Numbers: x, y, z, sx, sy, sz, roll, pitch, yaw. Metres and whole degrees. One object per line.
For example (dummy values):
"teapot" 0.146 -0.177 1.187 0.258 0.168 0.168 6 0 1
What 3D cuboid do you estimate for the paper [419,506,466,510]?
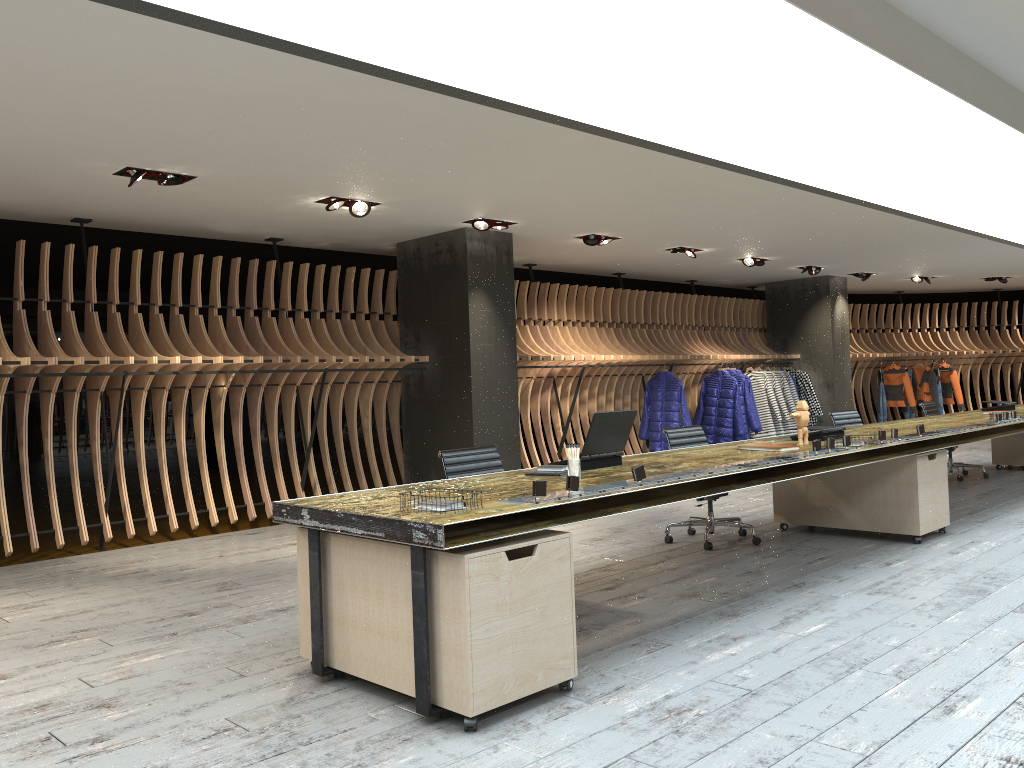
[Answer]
"paper" -0.276 0.482 3.469 0.130 0.004 0.176 -2 0 -38

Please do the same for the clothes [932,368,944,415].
"clothes" 7.770 0.415 16.318 0.309 1.422 0.200 -2 -1 18

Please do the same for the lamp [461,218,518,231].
"lamp" -0.211 -1.568 8.416 0.493 0.296 0.269 -2 -1 -44

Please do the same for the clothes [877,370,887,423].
"clothes" 6.660 0.455 15.896 0.200 1.422 0.309 -3 -1 23

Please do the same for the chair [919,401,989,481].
"chair" 4.995 0.629 10.020 0.667 0.860 0.693 -3 -1 32

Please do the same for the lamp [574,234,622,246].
"lamp" 0.927 -1.609 9.534 0.493 0.292 0.269 -2 -1 -44

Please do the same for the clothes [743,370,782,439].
"clothes" 3.708 0.320 13.302 0.752 1.062 0.128 -3 -1 44

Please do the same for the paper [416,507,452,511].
"paper" -0.276 0.483 3.469 0.130 0.004 0.176 -2 0 -40

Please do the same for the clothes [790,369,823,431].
"clothes" 4.591 0.345 14.157 0.191 1.186 0.799 -1 -1 -44

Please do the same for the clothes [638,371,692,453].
"clothes" 2.022 0.449 11.861 0.885 1.239 0.245 -3 -1 42

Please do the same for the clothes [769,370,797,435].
"clothes" 4.063 0.308 13.651 0.752 1.062 0.128 -3 -1 44

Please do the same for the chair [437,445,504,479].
"chair" -0.045 0.804 5.129 0.667 0.860 0.693 -3 -1 32

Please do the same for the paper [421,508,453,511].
"paper" -0.276 0.484 3.469 0.130 0.004 0.176 -2 0 -41

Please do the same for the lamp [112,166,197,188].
"lamp" -2.485 -1.493 6.180 0.493 0.288 0.269 -2 -1 -44

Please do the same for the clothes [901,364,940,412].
"clothes" 7.471 0.075 16.208 0.201 0.881 0.839 -2 -1 -24

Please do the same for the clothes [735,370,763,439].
"clothes" 3.243 0.407 13.062 0.885 1.239 0.245 -3 -1 42

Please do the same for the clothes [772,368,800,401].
"clothes" 4.249 0.372 14.011 0.885 1.239 0.245 -3 -1 42

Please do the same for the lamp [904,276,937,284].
"lamp" 6.846 -1.813 14.823 0.493 0.296 0.269 -2 -1 -25

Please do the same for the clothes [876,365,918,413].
"clothes" 6.925 0.093 16.063 0.201 0.881 0.839 -2 -1 -29

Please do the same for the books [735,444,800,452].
"books" 1.642 0.410 5.728 0.213 0.026 0.365 -2 0 -34

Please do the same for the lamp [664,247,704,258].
"lamp" 2.064 -1.647 10.652 0.493 0.294 0.269 -2 -1 -44

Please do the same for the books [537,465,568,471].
"books" 0.214 0.446 4.716 0.186 0.027 0.112 -2 0 30

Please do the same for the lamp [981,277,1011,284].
"lamp" 8.358 -1.869 15.301 0.493 0.293 0.269 -2 -1 -12

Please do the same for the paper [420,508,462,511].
"paper" -0.276 0.484 3.469 0.130 0.004 0.176 -2 0 -42

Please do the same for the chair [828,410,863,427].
"chair" 3.426 0.684 8.463 0.667 0.860 0.693 -3 -1 42

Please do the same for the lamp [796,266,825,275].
"lamp" 4.338 -1.727 12.889 0.493 0.292 0.269 -2 -1 -44

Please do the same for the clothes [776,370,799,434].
"clothes" 4.190 0.304 13.776 0.752 1.062 0.128 -3 -1 44

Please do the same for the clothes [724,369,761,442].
"clothes" 3.171 0.407 12.880 0.883 1.246 0.249 -3 -1 42

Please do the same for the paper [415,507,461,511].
"paper" -0.276 0.483 3.469 0.130 0.004 0.176 -2 0 -41

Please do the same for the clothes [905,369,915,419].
"clothes" 7.208 0.435 16.124 0.200 1.422 0.309 -3 -1 38

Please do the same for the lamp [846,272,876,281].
"lamp" 5.515 -1.768 13.962 0.493 0.292 0.269 -2 -1 -38

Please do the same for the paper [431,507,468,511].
"paper" -0.276 0.483 3.469 0.130 0.004 0.176 -2 0 -38

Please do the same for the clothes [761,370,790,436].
"clothes" 3.876 0.315 13.467 0.752 1.062 0.128 -3 -1 44

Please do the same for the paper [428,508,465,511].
"paper" -0.275 0.484 3.469 0.130 0.004 0.176 -2 0 -36

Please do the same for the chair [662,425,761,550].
"chair" 1.517 0.750 6.631 0.667 0.860 0.693 -3 -1 37

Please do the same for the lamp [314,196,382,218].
"lamp" -1.348 -1.532 7.298 0.493 0.288 0.269 -2 -1 -44

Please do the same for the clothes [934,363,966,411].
"clothes" 8.011 0.054 16.407 0.201 0.881 0.839 -2 -1 -14

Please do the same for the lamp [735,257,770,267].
"lamp" 3.201 -1.691 11.771 0.493 0.286 0.269 -2 -1 -44

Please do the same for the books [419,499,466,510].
"books" -0.274 0.470 3.463 0.155 0.025 0.110 -2 0 40

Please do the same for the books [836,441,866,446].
"books" 2.201 0.384 5.757 0.155 0.025 0.110 -2 0 40

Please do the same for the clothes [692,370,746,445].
"clothes" 2.960 0.423 12.894 0.879 1.261 0.242 -3 -1 42

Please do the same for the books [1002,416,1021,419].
"books" 4.498 0.304 8.012 0.155 0.025 0.110 -2 0 40

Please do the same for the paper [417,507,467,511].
"paper" -0.276 0.482 3.469 0.130 0.004 0.176 -2 0 -40

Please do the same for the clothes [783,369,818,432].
"clothes" 4.463 0.350 14.019 0.192 1.187 0.806 -1 -1 -44
